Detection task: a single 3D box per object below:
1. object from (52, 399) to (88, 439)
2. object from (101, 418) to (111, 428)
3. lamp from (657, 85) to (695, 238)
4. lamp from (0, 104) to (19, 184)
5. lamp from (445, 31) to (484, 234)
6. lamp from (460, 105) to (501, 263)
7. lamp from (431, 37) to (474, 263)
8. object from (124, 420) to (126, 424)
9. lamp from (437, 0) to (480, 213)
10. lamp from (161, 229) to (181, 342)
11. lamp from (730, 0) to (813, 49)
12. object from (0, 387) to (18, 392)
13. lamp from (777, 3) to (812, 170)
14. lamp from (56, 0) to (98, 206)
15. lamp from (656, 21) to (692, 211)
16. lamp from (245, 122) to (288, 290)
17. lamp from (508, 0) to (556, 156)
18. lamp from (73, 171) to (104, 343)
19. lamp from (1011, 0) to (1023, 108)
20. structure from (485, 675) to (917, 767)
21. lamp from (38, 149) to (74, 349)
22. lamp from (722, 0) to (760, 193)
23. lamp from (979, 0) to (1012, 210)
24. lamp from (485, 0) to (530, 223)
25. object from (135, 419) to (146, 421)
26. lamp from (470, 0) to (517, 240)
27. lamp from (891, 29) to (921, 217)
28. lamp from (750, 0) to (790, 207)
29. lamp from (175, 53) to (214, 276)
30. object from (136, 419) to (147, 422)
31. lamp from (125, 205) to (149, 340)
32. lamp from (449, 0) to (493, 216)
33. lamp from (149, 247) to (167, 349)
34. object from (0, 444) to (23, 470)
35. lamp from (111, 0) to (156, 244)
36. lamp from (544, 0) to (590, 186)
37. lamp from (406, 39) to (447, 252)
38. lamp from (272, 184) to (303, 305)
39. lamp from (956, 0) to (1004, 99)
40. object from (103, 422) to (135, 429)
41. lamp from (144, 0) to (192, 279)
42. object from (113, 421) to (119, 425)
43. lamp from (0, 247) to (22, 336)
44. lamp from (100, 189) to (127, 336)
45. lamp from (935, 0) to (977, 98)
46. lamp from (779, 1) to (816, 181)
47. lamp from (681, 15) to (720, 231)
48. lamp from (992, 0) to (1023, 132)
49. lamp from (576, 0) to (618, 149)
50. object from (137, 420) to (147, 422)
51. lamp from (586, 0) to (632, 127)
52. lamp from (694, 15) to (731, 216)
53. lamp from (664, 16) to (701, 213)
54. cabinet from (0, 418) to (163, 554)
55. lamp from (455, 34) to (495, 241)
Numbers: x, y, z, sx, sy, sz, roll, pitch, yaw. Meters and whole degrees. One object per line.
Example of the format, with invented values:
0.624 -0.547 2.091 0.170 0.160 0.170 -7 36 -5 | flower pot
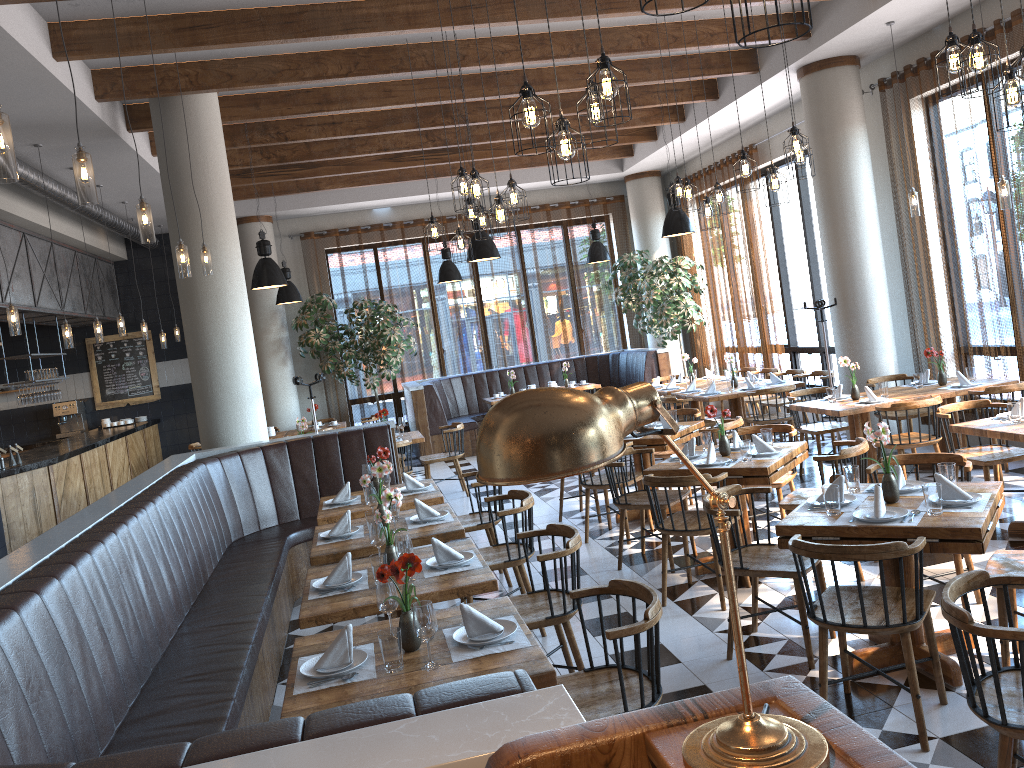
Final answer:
-6.793 0.532 13.577 0.356 0.568 0.550 -8 3 -10 | object
-6.299 0.605 13.751 0.129 0.128 0.130 -6 3 36 | object
1.780 -2.632 10.156 0.391 1.863 0.389 -9 2 -33 | lamp
-1.788 -1.631 2.861 0.078 1.962 0.078 -9 2 -24 | lamp
-0.473 -2.342 7.650 0.175 2.068 0.175 -8 1 8 | lamp
-0.442 -2.287 9.743 0.391 1.863 0.390 -9 2 -23 | lamp
-0.574 -2.107 7.843 0.175 2.068 0.175 -8 1 8 | lamp
-5.962 0.597 13.594 0.079 0.066 0.098 -8 3 2 | object
-0.460 -2.249 6.229 0.175 2.068 0.174 -9 2 -40 | lamp
-5.179 -1.609 13.365 0.078 1.962 0.078 -8 1 22 | lamp
0.503 -1.882 2.166 0.174 2.068 0.175 -7 2 33 | lamp
-7.752 0.082 13.573 0.351 0.060 0.232 -8 4 2 | object
1.960 -2.610 6.477 0.175 2.068 0.175 -8 1 9 | lamp
-1.980 -1.754 3.831 0.078 1.962 0.078 -7 2 25 | lamp
1.434 -2.651 8.208 0.175 2.068 0.175 -9 2 -24 | lamp
-2.689 -1.939 9.327 0.391 1.863 0.389 -9 2 -33 | lamp
-0.042 -2.052 3.901 0.174 2.068 0.175 -7 2 30 | lamp
-4.384 -1.395 9.111 0.078 1.962 0.078 -9 2 -24 | lamp
2.511 -2.455 4.489 0.174 2.068 0.175 -7 2 41 | lamp
0.290 1.120 0.734 0.646 1.299 1.046 -8 2 -10 | structure
-4.185 -1.296 8.079 0.078 1.962 0.078 -8 1 22 | lamp
1.629 -2.472 6.626 0.175 2.068 0.175 -9 2 -24 | lamp
3.758 -2.349 6.958 0.078 1.962 0.078 -7 2 30 | lamp
-0.109 -2.209 6.395 0.175 2.068 0.175 -8 1 17 | lamp
-5.807 0.562 13.882 0.175 0.016 0.176 -6 4 25 | object
-0.200 -2.051 6.206 0.175 2.068 0.174 -9 2 -40 | lamp
3.541 -2.497 8.046 0.078 1.962 0.078 -9 2 -35 | lamp
1.862 -2.376 6.673 0.175 2.068 0.175 -8 1 9 | lamp
-2.583 -1.846 7.115 0.078 1.962 0.078 -9 2 -35 | lamp
-5.805 0.572 13.883 0.175 0.016 0.176 -6 4 25 | object
-4.782 -1.531 11.219 0.078 1.962 0.078 -8 1 -3 | lamp
-0.366 -2.192 6.041 0.174 2.068 0.175 -7 2 39 | lamp
-4.962 -1.461 12.277 0.078 1.962 0.078 -8 1 19 | lamp
-5.090 0.735 8.656 0.422 0.203 0.598 -9 4 -10 | object
-2.186 -1.767 4.969 0.078 1.962 0.078 -8 1 9 | lamp
0.125 -1.955 4.066 0.175 2.068 0.175 -9 2 -27 | lamp
-0.807 -2.203 7.792 0.175 2.068 0.175 -9 2 -26 | lamp
-3.285 -2.069 12.540 0.389 1.863 0.392 -7 2 37 | lamp
2.135 -2.430 4.269 0.175 2.068 0.175 -9 2 -27 | lamp
-5.996 0.632 13.523 0.437 0.018 0.273 -9 4 -10 | object
-2.366 -1.697 6.027 0.078 1.962 0.078 -7 2 30 | lamp
-6.057 0.612 13.577 0.079 0.066 0.098 -8 3 2 | object
-3.964 -1.345 6.811 0.078 1.962 0.078 -9 2 -35 | lamp
-4.576 -1.518 10.081 0.078 1.962 0.078 -7 2 25 | lamp
2.123 -2.500 4.476 0.175 2.068 0.175 -9 1 -16 | lamp
2.051 -2.579 6.669 0.175 2.068 0.175 -8 1 -2 | lamp
1.679 -2.447 8.126 0.175 2.068 0.175 -9 2 -24 | lamp
2.353 -2.292 4.362 0.175 2.068 0.175 -9 1 -16 | lamp
0.273 -2.160 4.188 0.175 2.068 0.174 -9 2 -38 | lamp
-5.804 0.582 13.883 0.175 0.016 0.176 -6 4 25 | object
0.308 -2.208 3.983 0.175 2.068 0.175 -9 2 -27 | lamp
1.816 -2.609 8.278 0.174 2.068 0.175 -7 2 32 | lamp
1.477 -2.586 8.004 0.175 2.068 0.174 -9 2 -35 | lamp
-6.449 1.469 10.909 3.031 1.163 5.997 -9 4 -10 | cabinet
-0.386 -2.310 7.843 0.175 2.068 0.175 -8 1 -3 | lamp
